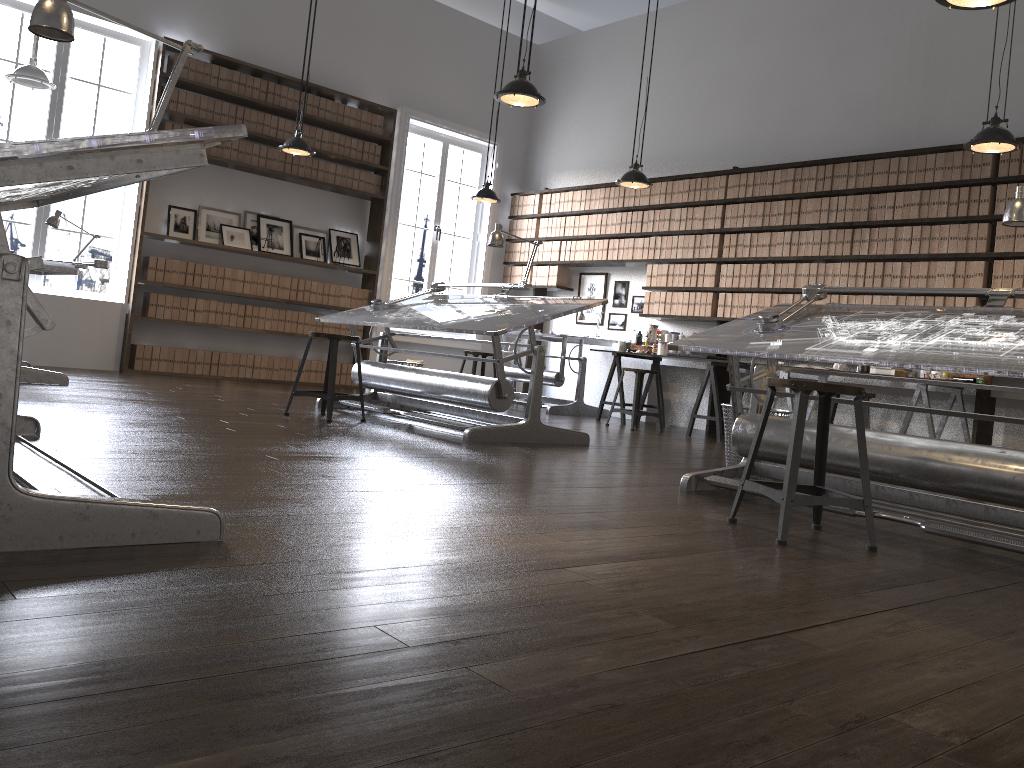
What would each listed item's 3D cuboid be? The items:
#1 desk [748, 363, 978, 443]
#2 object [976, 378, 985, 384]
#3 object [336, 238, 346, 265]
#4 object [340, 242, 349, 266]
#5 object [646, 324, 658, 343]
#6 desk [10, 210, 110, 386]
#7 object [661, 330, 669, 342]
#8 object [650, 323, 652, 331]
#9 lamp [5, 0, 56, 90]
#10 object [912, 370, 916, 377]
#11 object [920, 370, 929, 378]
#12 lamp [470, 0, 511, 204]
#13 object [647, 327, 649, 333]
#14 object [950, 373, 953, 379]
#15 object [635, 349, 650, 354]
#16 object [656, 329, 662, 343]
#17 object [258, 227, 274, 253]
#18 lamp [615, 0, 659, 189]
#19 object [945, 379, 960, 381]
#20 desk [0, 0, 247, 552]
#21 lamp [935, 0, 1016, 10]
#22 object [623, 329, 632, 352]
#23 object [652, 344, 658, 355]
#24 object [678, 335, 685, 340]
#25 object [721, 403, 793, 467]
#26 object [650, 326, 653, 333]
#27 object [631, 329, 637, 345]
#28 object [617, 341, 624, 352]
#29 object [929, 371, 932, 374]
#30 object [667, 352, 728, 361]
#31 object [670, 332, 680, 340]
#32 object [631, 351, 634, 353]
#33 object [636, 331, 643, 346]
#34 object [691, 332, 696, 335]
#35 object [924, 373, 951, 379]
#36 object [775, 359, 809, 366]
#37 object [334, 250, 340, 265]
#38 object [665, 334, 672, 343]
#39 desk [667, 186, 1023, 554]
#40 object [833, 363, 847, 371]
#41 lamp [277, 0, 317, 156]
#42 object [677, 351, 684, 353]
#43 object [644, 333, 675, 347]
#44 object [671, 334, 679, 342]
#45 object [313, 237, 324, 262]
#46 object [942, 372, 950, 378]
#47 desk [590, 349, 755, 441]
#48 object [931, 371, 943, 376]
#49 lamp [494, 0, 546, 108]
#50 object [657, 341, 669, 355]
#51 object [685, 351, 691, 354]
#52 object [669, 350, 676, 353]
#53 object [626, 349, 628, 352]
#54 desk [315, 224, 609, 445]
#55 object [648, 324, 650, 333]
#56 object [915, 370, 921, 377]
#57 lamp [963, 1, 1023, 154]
[{"bbox_3d":[2.638,0.259,6.657,0.653,0.670,1.673,6,1,-41],"label":"desk"},{"bbox_3d":[3.210,-0.019,6.067,0.049,0.037,0.049,6,1,-37],"label":"object"},{"bbox_3d":[-1.781,-1.373,9.193,0.118,0.304,0.040,7,-2,-41],"label":"object"},{"bbox_3d":[-1.749,-1.350,9.258,0.110,0.262,0.040,7,-2,-41],"label":"object"},{"bbox_3d":[1.378,-0.495,8.736,0.107,0.177,0.107,7,-1,-39],"label":"object"},{"bbox_3d":[-3.416,-0.648,5.977,1.168,1.190,1.272,6,0,-41],"label":"desk"},{"bbox_3d":[1.499,-0.463,8.705,0.070,0.130,0.070,6,-1,-3],"label":"object"},{"bbox_3d":[1.320,-0.476,8.494,0.021,0.228,0.007,7,-2,-29],"label":"object"},{"bbox_3d":[-3.206,-3.197,6.151,0.311,2.255,0.311,5,-2,29],"label":"lamp"},{"bbox_3d":[3.023,-0.084,6.614,0.062,0.094,0.062,6,0,0],"label":"object"},{"bbox_3d":[3.019,-0.081,6.477,0.062,0.094,0.062,6,0,9],"label":"object"},{"bbox_3d":[-0.139,-2.937,8.796,0.311,2.255,0.311,5,-2,29],"label":"lamp"},{"bbox_3d":[1.292,-0.455,8.493,0.022,0.180,0.005,7,-1,-17],"label":"object"},{"bbox_3d":[3.158,-0.054,6.331,0.059,0.089,0.060,7,-1,-36],"label":"object"},{"bbox_3d":[1.219,-0.301,8.272,0.132,0.050,0.197,6,1,-12],"label":"object"},{"bbox_3d":[1.452,-0.470,8.757,0.051,0.140,0.050,7,-1,-43],"label":"object"},{"bbox_3d":[-2.395,-1.403,8.636,0.174,0.260,0.040,7,-1,-41],"label":"object"},{"bbox_3d":[1.127,-2.757,7.320,0.311,2.255,0.311,5,-2,29],"label":"lamp"},{"bbox_3d":[3.045,-0.026,6.108,0.156,0.006,0.006,6,0,-20],"label":"object"},{"bbox_3d":[-1.494,-0.437,2.414,1.073,1.388,2.074,6,0,-41],"label":"desk"},{"bbox_3d":[1.856,-2.565,3.311,0.312,2.255,0.311,7,-1,-16],"label":"lamp"},{"bbox_3d":[1.122,-0.414,8.570,0.068,0.230,0.069,7,-2,-44],"label":"object"},{"bbox_3d":[1.346,-0.321,8.357,0.049,0.112,0.050,7,-1,-44],"label":"object"},{"bbox_3d":[1.627,-0.420,8.498,0.062,0.094,0.061,6,-1,35],"label":"object"},{"bbox_3d":[1.219,0.307,4.484,0.352,0.378,0.353,6,0,-19],"label":"object"},{"bbox_3d":[1.317,-0.462,8.481,0.006,0.193,0.055,7,-2,-42],"label":"object"},{"bbox_3d":[1.176,-0.413,8.616,0.068,0.238,0.069,7,-2,-44],"label":"object"},{"bbox_3d":[1.060,-0.359,8.613,0.068,0.104,0.068,7,-1,-36],"label":"object"},{"bbox_3d":[3.066,-0.077,6.517,0.044,0.101,0.045,7,-1,-40],"label":"object"},{"bbox_3d":[1.623,-0.234,7.722,0.311,0.033,0.447,5,2,-41],"label":"object"},{"bbox_3d":[1.590,-0.442,8.657,0.094,0.128,0.095,6,0,-10],"label":"object"},{"bbox_3d":[1.139,-0.300,8.349,0.011,0.017,0.171,6,2,-9],"label":"object"},{"bbox_3d":[1.240,-0.404,8.671,0.068,0.230,0.069,7,-2,-44],"label":"object"},{"bbox_3d":[1.711,-0.411,8.427,0.107,0.162,0.235,6,1,15],"label":"object"},{"bbox_3d":[2.990,-0.049,6.197,0.197,0.050,0.132,7,1,20],"label":"object"},{"bbox_3d":[2.291,-0.212,7.274,0.283,0.161,0.204,5,1,-41],"label":"object"},{"bbox_3d":[-1.810,-1.305,9.125,0.066,0.166,0.040,7,-1,-41],"label":"object"},{"bbox_3d":[1.513,-0.435,8.574,0.062,0.094,0.061,6,-1,35],"label":"object"},{"bbox_3d":[1.759,-0.113,3.489,1.073,1.388,2.074,6,0,-41],"label":"desk"},{"bbox_3d":[2.627,-0.193,7.073,0.101,0.209,0.101,6,-1,4],"label":"object"},{"bbox_3d":[-1.689,-3.069,7.465,0.311,2.255,0.311,5,-2,29],"label":"lamp"},{"bbox_3d":[1.569,-0.288,8.243,0.062,0.093,0.063,6,0,8],"label":"object"},{"bbox_3d":[1.433,-0.420,8.530,0.344,0.146,0.077,6,-1,-18],"label":"object"},{"bbox_3d":[1.569,-0.427,8.531,0.063,0.093,0.063,6,-1,35],"label":"object"},{"bbox_3d":[-1.968,-1.366,9.021,0.123,0.260,0.040,7,-1,-41],"label":"object"},{"bbox_3d":[3.094,-0.073,6.309,0.049,0.112,0.050,7,-1,-37],"label":"object"},{"bbox_3d":[1.494,0.097,7.997,0.653,0.670,1.673,6,1,-41],"label":"desk"},{"bbox_3d":[3.082,-0.090,6.385,0.103,0.142,0.105,6,0,-33],"label":"object"},{"bbox_3d":[0.168,-2.805,5.289,0.312,2.255,0.311,7,-1,-20],"label":"lamp"},{"bbox_3d":[1.421,-0.326,8.332,0.105,0.142,0.103,6,0,42],"label":"object"},{"bbox_3d":[1.635,-0.281,8.239,0.062,0.094,0.062,6,0,8],"label":"object"},{"bbox_3d":[1.500,-0.297,8.257,0.062,0.094,0.062,6,0,-1],"label":"object"},{"bbox_3d":[1.124,-0.315,8.511,0.049,0.037,0.049,6,1,-44],"label":"object"},{"bbox_3d":[-0.415,-0.422,6.035,1.073,1.388,2.286,6,0,-41],"label":"desk"},{"bbox_3d":[1.304,-0.469,8.475,0.007,0.214,0.055,6,-1,-6],"label":"object"},{"bbox_3d":[3.016,-0.083,6.547,0.063,0.093,0.062,6,0,0],"label":"object"},{"bbox_3d":[2.933,-2.501,5.204,0.312,2.255,0.311,7,-1,-16],"label":"lamp"}]
